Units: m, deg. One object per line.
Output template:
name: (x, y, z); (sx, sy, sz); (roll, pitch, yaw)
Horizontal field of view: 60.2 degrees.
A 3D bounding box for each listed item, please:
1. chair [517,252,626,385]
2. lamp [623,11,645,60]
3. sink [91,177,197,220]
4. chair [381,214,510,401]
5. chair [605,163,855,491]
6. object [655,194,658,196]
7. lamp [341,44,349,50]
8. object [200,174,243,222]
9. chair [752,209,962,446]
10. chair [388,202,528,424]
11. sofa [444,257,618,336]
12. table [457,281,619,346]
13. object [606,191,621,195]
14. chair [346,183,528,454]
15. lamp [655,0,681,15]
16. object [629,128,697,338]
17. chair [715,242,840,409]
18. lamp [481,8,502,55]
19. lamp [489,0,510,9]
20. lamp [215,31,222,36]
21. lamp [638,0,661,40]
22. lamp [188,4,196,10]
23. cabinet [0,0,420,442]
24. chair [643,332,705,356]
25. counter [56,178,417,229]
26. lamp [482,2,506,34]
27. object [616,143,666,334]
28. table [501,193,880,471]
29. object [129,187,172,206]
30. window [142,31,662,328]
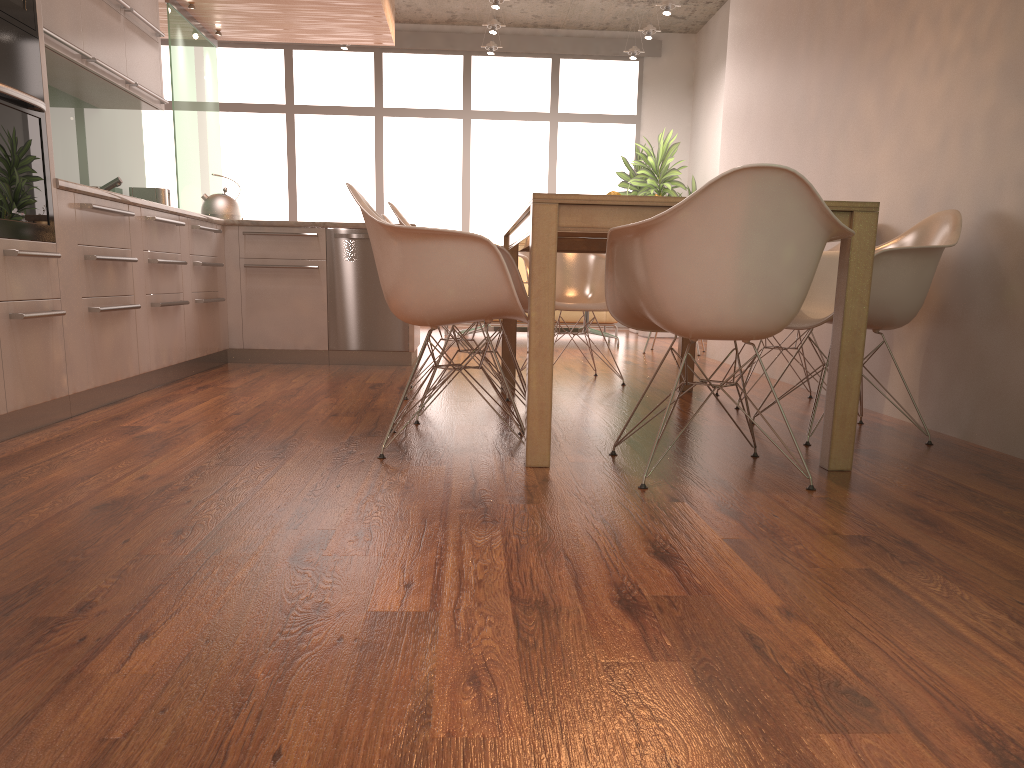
chair: (0.342, -0.456, 5.106); (0.682, 0.877, 0.633); (-2, 11, -18)
lamp: (1.315, -3.737, 9.448); (0.197, 0.492, 0.132); (-6, 14, -34)
sink: (-2.175, -1.003, 5.133); (0.616, 0.390, 0.632); (1, 8, -3)
chair: (-0.314, -0.381, 4.345); (0.642, 0.877, 0.673); (0, 10, -8)
chair: (0.600, -0.156, 2.592); (0.683, 0.877, 0.632); (0, 10, -8)
object: (0.579, -0.702, 3.477); (0.074, 0.096, 0.074); (2, 10, 5)
lamp: (-1.762, -3.787, 9.305); (0.197, 0.492, 0.132); (-6, 14, -34)
object: (-1.917, -1.219, 5.805); (0.262, 0.311, 0.258); (4, 10, 13)
chair: (1.334, -0.234, 3.391); (0.641, 0.877, 0.673); (-1, 10, -13)
chair: (-0.188, -0.298, 3.658); (0.642, 0.877, 0.673); (0, 10, -8)
sofa: (0.187, -0.947, 9.348); (1.801, 0.854, 0.864); (1, 9, -3)
table: (0.238, -0.661, 8.126); (1.870, 0.570, 0.925); (1, 8, -3)
object: (0.384, -0.692, 3.336); (0.082, 0.073, 0.079); (-3, 10, -26)
chair: (-0.227, -0.225, 2.977); (0.642, 0.864, 0.673); (0, 10, -8)
lamp: (1.398, -3.547, 7.846); (0.197, 0.492, 0.132); (-6, 14, -34)
object: (1.691, -1.557, 9.343); (0.967, 2.145, 1.060); (3, 11, 10)
chair: (1.355, -0.334, 4.250); (0.642, 0.877, 0.672); (1, 10, -3)
lamp: (-0.213, -3.761, 9.377); (0.197, 0.492, 0.132); (-6, 14, -34)
lamp: (-0.131, -3.572, 7.775); (0.197, 0.492, 0.132); (-6, 14, -34)
lamp: (-2.534, -3.254, 7.598); (0.102, 0.479, 0.151); (-6, 13, -30)
lamp: (1.356, -3.642, 8.647); (0.197, 0.492, 0.132); (-6, 14, -34)
lamp: (-2.496, -3.166, 6.854); (0.102, 0.479, 0.151); (-6, 13, -30)
cabinet: (-1.502, -1.109, 4.153); (1.913, 2.317, 4.176); (1, 8, -3)
chair: (1.395, -0.712, 7.300); (0.561, 0.918, 0.534); (4, 11, 17)
counter: (-0.873, -1.563, 4.684); (3.215, 1.373, 3.018); (1, 8, -3)
lamp: (-0.172, -3.667, 8.576); (0.197, 0.492, 0.132); (-6, 14, -34)
object: (1.643, -1.636, 10.003); (1.080, 2.145, 0.949); (4, 11, 15)
table: (0.511, -0.260, 3.671); (1.025, 0.824, 2.039); (1, 7, -3)
object: (-2.367, -1.178, 5.803); (0.237, 0.206, 0.151); (1, 10, -3)
window: (-2.580, -2.397, 10.345); (8.557, 3.345, 0.061); (1, 12, -3)
